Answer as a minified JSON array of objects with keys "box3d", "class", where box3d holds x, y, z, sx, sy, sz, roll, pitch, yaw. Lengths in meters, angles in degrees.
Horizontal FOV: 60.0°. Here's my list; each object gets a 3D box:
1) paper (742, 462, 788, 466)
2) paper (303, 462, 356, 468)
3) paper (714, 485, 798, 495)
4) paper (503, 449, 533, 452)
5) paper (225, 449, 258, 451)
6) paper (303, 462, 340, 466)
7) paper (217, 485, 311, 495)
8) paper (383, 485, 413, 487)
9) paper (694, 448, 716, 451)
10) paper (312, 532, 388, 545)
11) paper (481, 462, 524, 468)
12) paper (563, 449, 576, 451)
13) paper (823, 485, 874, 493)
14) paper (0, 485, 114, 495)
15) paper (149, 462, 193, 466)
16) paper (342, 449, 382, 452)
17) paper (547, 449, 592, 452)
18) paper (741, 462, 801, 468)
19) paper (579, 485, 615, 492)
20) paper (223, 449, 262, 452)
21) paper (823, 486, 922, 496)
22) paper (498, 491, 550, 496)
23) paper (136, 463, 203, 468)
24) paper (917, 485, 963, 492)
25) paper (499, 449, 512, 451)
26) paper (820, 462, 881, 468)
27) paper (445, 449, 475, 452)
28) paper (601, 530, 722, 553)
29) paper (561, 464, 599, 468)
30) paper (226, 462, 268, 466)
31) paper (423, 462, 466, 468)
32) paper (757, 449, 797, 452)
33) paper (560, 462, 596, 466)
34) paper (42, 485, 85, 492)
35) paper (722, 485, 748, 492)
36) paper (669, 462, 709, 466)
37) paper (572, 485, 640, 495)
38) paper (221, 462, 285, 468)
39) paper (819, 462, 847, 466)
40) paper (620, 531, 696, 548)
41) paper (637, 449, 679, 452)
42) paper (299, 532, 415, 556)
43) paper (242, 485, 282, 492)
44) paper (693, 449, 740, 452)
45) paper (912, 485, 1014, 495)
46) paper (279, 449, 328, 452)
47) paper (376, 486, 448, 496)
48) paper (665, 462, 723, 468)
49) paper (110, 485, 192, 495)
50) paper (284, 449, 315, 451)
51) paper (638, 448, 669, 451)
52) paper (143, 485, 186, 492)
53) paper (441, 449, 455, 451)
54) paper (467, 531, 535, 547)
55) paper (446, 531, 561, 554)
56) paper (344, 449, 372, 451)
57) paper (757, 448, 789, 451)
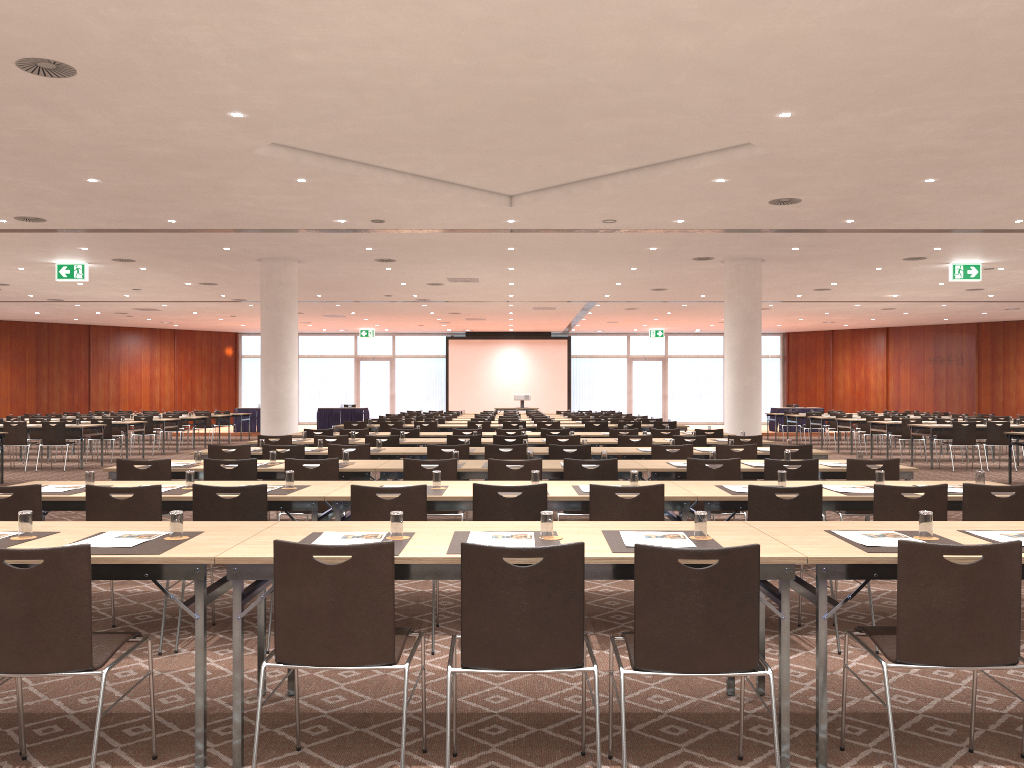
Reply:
[{"box3d":[2.218,0.703,7.777,0.283,0.006,0.398,0,-1,-3],"class":"paper"},{"box3d":[-1.646,0.706,7.726,0.460,0.003,0.565,0,-1,1],"class":"paper"},{"box3d":[1.595,0.686,5.729,0.460,0.003,0.565,0,-1,2],"class":"paper"},{"box3d":[-0.003,0.727,9.699,0.460,0.003,0.565,0,-1,1],"class":"paper"},{"box3d":[-2.960,0.724,9.790,0.283,0.006,0.398,0,-1,0],"class":"paper"},{"box3d":[-1.676,0.703,7.785,0.283,0.006,0.398,0,-1,-3],"class":"paper"},{"box3d":[-1.607,0.686,5.745,0.460,0.003,0.565,0,-1,3],"class":"paper"},{"box3d":[-0.721,0.682,5.799,0.283,0.006,0.398,0,-1,1],"class":"paper"},{"box3d":[2.201,0.724,9.780,0.283,0.006,0.398,0,-1,-3],"class":"paper"},{"box3d":[-0.693,0.661,3.782,0.283,0.006,0.398,0,-1,-2],"class":"paper"},{"box3d":[-0.020,0.707,7.743,0.460,0.003,0.565,0,-1,2],"class":"paper"},{"box3d":[0.572,0.724,9.787,0.283,0.006,0.398,0,-1,0],"class":"paper"},{"box3d":[2.213,0.682,5.777,0.283,0.006,0.398,0,-1,1],"class":"paper"},{"box3d":[-2.939,0.686,5.737,0.460,0.003,0.565,0,-1,2],"class":"paper"},{"box3d":[-2.971,0.703,7.782,0.283,0.006,0.398,0,-1,2],"class":"paper"},{"box3d":[-1.651,0.727,9.722,0.460,0.003,0.565,0,-1,0],"class":"paper"},{"box3d":[0.627,0.727,9.724,0.460,0.003,0.565,0,-1,-1],"class":"paper"},{"box3d":[2.270,0.706,7.725,0.460,0.003,0.565,0,-1,1],"class":"paper"},{"box3d":[0.593,0.682,5.796,0.283,0.006,0.398,0,-1,0],"class":"paper"},{"box3d":[-2.922,0.727,9.718,0.460,0.003,0.565,0,-1,0],"class":"paper"},{"box3d":[2.281,0.685,5.710,0.460,0.003,0.565,0,-1,-1],"class":"paper"},{"box3d":[-0.004,0.686,5.721,0.460,0.003,0.565,0,-1,-1],"class":"paper"},{"box3d":[-2.937,0.706,7.702,0.460,0.003,0.565,0,-1,-1],"class":"paper"},{"box3d":[2.869,0.682,5.785,0.283,0.006,0.398,0,-1,0],"class":"paper"},{"box3d":[-0.047,0.724,9.781,0.283,0.006,0.398,0,-1,-2],"class":"paper"},{"box3d":[2.938,0.706,7.735,0.460,0.003,0.565,0,-1,3],"class":"paper"},{"box3d":[-0.644,0.727,9.723,0.460,0.003,0.565,0,-1,1],"class":"paper"},{"box3d":[0.631,0.665,3.756,0.460,0.003,0.565,0,-1,1],"class":"paper"},{"box3d":[0.661,0.706,7.736,0.460,0.003,0.565,0,-1,3],"class":"paper"},{"box3d":[-2.322,0.703,7.788,0.283,0.006,0.398,0,-1,-1],"class":"paper"},{"box3d":[-0.653,0.706,7.722,0.460,0.003,0.565,0,-1,2],"class":"paper"},{"box3d":[2.894,0.727,9.711,0.460,0.003,0.565,0,-1,-2],"class":"paper"},{"box3d":[0.576,0.703,7.771,0.283,0.006,0.398,0,-1,-1],"class":"paper"},{"box3d":[-2.982,0.682,5.804,0.283,0.006,0.398,0,-1,1],"class":"paper"},{"box3d":[1.558,0.682,5.779,0.283,0.006,0.398,0,-1,0],"class":"paper"},{"box3d":[1.550,0.703,7.792,0.283,0.006,0.398,0,-1,1],"class":"paper"},{"box3d":[0.636,0.686,5.731,0.460,0.003,0.565,0,-1,0],"class":"paper"},{"box3d":[-2.280,0.707,7.751,0.460,0.003,0.565,0,-1,3],"class":"paper"},{"box3d":[2.872,0.703,7.790,0.283,0.006,0.398,0,-1,-3],"class":"paper"},{"box3d":[0.615,0.662,3.788,0.283,0.006,0.398,0,-1,3],"class":"paper"},{"box3d":[1.628,0.727,9.732,0.460,0.003,0.565,0,-1,0],"class":"paper"},{"box3d":[-0.667,0.665,3.703,0.460,0.003,0.565,0,-1,0],"class":"paper"},{"box3d":[-1.682,0.682,5.778,0.283,0.006,0.398,0,-1,1],"class":"paper"},{"box3d":[2.254,0.727,9.722,0.460,0.003,0.565,0,-1,-1],"class":"paper"},{"box3d":[2.933,0.686,5.735,0.460,0.003,0.565,0,-1,3],"class":"paper"},{"box3d":[-2.280,0.727,9.727,0.460,0.003,0.565,0,-1,0],"class":"paper"},{"box3d":[-0.658,0.685,5.715,0.460,0.003,0.565,0,-1,0],"class":"paper"},{"box3d":[1.617,0.706,7.725,0.460,0.003,0.565,0,-1,0],"class":"paper"},{"box3d":[-2.276,0.686,5.729,0.460,0.003,0.565,0,-1,-1],"class":"paper"},{"box3d":[-2.329,0.724,9.785,0.283,0.006,0.398,0,-1,-1],"class":"paper"},{"box3d":[1.558,0.724,9.782,0.283,0.006,0.398,0,-1,-1],"class":"paper"},{"box3d":[-2.346,0.682,5.803,0.283,0.006,0.398,0,-1,0],"class":"paper"},{"box3d":[-0.718,0.724,9.804,0.283,0.006,0.398,0,-1,1],"class":"paper"},{"box3d":[-0.047,0.661,3.784,0.283,0.006,0.398,0,-1,1],"class":"paper"},{"box3d":[-0.028,0.665,3.734,0.460,0.003,0.565,0,-1,0],"class":"paper"},{"box3d":[-1.691,0.724,9.768,0.283,0.006,0.398,0,-1,1],"class":"paper"},{"box3d":[2.869,0.724,9.804,0.283,0.006,0.398,0,-1,1],"class":"paper"}]
